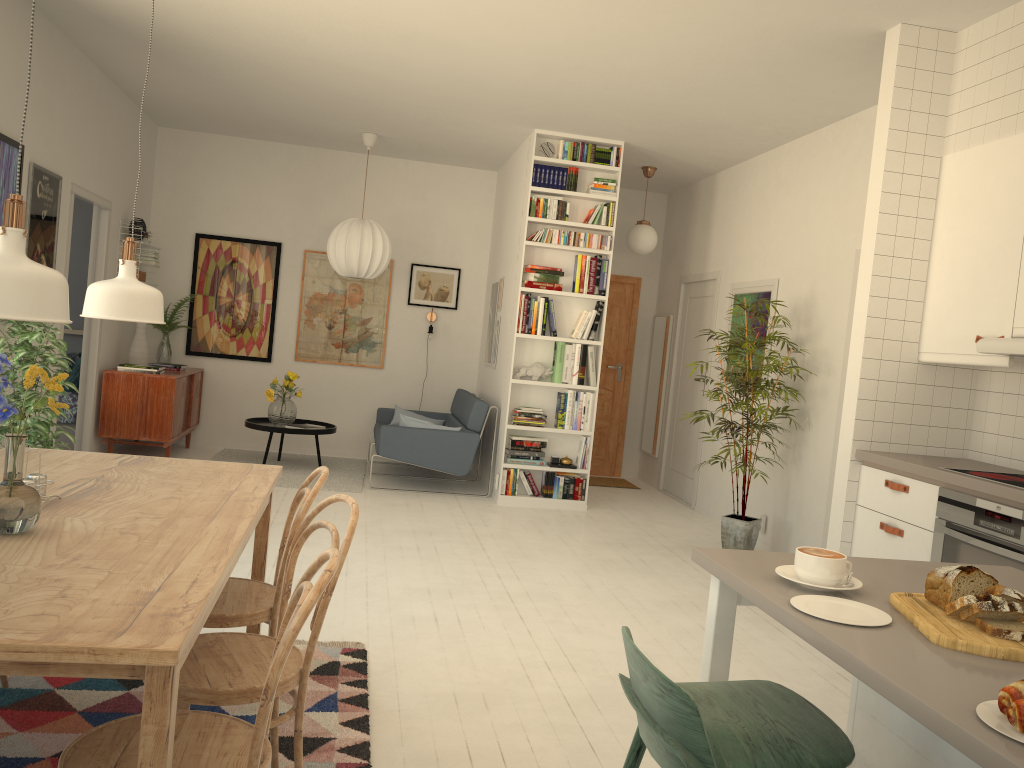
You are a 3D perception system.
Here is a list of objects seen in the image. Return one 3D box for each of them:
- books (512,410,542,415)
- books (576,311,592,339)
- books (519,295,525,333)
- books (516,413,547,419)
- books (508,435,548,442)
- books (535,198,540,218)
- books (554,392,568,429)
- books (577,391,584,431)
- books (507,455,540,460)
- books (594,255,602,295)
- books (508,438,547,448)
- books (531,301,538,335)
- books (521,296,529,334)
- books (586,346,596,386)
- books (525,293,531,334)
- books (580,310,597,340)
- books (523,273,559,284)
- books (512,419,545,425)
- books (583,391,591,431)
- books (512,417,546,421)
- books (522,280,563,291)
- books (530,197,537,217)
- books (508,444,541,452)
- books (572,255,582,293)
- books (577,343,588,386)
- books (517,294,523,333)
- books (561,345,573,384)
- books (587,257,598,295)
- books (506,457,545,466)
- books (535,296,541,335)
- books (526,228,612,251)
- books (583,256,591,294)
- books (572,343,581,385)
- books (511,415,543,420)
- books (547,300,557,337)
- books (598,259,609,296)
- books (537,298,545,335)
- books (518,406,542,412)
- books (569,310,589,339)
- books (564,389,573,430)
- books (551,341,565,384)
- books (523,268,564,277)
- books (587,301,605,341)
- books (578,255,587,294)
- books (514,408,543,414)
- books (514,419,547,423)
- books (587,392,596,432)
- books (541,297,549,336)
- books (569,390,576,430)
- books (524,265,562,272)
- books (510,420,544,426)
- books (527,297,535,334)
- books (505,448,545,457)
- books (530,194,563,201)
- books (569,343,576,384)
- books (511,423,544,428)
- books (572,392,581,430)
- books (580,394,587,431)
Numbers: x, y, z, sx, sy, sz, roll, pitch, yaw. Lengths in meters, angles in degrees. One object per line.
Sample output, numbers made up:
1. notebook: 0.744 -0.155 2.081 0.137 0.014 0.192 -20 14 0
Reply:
1. books: 0.112 0.224 6.990 0.221 0.010 0.169 5 3 -7
2. books: 0.559 -0.464 7.018 0.105 0.225 0.138 5 3 -10
3. books: 0.059 -0.547 6.952 0.015 0.300 0.207 5 3 -10
4. books: 0.151 0.246 7.005 0.235 0.025 0.163 6 3 -3
5. books: 0.121 0.425 7.024 0.297 0.024 0.162 5 3 -19
6. books: 0.181 -1.358 6.914 0.030 0.149 0.202 5 3 -10
7. books: 0.382 0.207 7.046 0.057 0.284 0.200 5 3 -10
8. books: 0.520 0.208 7.075 0.025 0.305 0.213 5 3 -10
9. books: 0.082 0.570 7.026 0.241 0.024 0.168 5 3 -15
10. books: 0.661 -0.856 7.028 0.039 0.317 0.161 5 3 -10
11. books: 0.116 0.463 7.011 0.285 0.047 0.185 5 3 -10
12. books: 0.160 -0.515 6.955 0.024 0.260 0.199 5 3 -10
13. books: 0.084 -0.539 6.949 0.032 0.291 0.203 5 3 -10
14. books: 0.612 -0.145 7.071 0.099 0.316 0.229 5 3 -10
15. books: 0.111 -0.550 6.953 0.021 0.317 0.179 5 3 -10
16. books: 0.598 -0.468 7.047 0.092 0.244 0.197 5 3 -10
17. books: 0.230 -0.823 6.962 0.268 0.064 0.128 3 4 -40
18. books: 0.123 0.296 6.993 0.248 0.009 0.171 5 3 -7
19. books: 0.578 0.215 7.060 0.037 0.307 0.161 5 3 -10
20. books: 0.128 0.272 7.000 0.250 0.008 0.135 5 3 -13
21. books: 0.228 -0.764 6.956 0.300 0.056 0.202 5 3 -10
22. books: 0.151 -1.365 6.905 0.034 0.162 0.197 5 3 -10
23. books: 0.094 0.504 7.008 0.247 0.039 0.143 5 3 -13
24. books: 0.503 -0.867 7.019 0.032 0.300 0.200 5 3 -10
25. books: 0.537 -0.158 7.051 0.056 0.327 0.202 5 3 -10
26. books: 0.040 -0.549 6.954 0.021 0.301 0.222 5 3 -10
27. books: 0.413 -0.158 7.030 0.065 0.311 0.200 5 3 -10
28. books: 0.614 -0.848 7.021 0.059 0.291 0.182 5 3 -10
29. books: 0.103 0.607 7.031 0.297 0.038 0.204 5 3 -5
30. books: 0.182 -0.535 6.974 0.020 0.304 0.193 5 3 -10
31. books: 0.425 -1.132 6.979 0.664 0.110 0.278 5 3 -10
32. books: 0.571 -0.857 7.020 0.029 0.301 0.185 5 3 -10
33. books: 0.489 -0.160 7.047 0.037 0.324 0.240 5 3 -10
34. books: 0.116 0.262 6.979 0.238 0.012 0.120 5 3 -15
35. books: 0.304 -0.517 6.986 0.093 0.288 0.200 5 3 -10
36. books: 0.707 -0.838 7.035 0.054 0.289 0.179 5 3 -10
37. books: 0.209 -0.527 6.965 0.032 0.290 0.189 5 3 -10
38. books: 0.142 0.195 6.981 0.166 0.019 0.127 5 3 -17
39. books: 0.525 -0.469 7.004 0.115 0.232 0.133 5 3 -10
40. books: 0.428 0.196 7.065 0.037 0.311 0.241 5 3 -10
41. books: 0.355 -0.173 7.016 0.056 0.328 0.229 5 3 -10
42. books: 0.235 -0.875 6.973 0.314 0.035 0.205 5 3 -10
43. books: 0.654 -0.501 7.047 0.092 0.319 0.179 5 3 -10
44. books: 0.538 -0.860 7.019 0.039 0.302 0.199 5 3 -10
45. books: 0.126 0.211 7.001 0.212 0.017 0.165 5 3 -12
46. books: 0.143 0.284 7.022 0.255 0.014 0.197 6 3 0
47. books: 0.608 0.217 7.096 0.039 0.303 0.229 5 3 -10
48. books: 0.244 -0.530 6.963 0.033 0.306 0.150 5 3 -10
49. books: 0.459 0.199 7.073 0.027 0.311 0.229 5 3 -10
50. books: 0.232 -0.904 6.963 0.266 0.026 0.203 5 3 -20
51. books: 0.111 0.307 6.983 0.246 0.014 0.173 5 3 -11
52. books: 0.135 -0.533 6.956 0.030 0.289 0.200 5 3 -10
53. books: 0.096 0.540 7.010 0.297 0.039 0.165 5 3 -15
54. books: 0.264 -1.446 6.931 0.255 0.022 0.189 6 3 0
55. books: 0.455 -0.163 7.055 0.023 0.321 0.235 5 3 -10
56. books: 0.115 0.319 6.987 0.247 0.009 0.170 5 3 -7
57. books: 0.495 0.212 7.038 0.035 0.304 0.150 5 3 -10
58. books: 0.545 0.218 7.065 0.022 0.291 0.208 5 3 -10
